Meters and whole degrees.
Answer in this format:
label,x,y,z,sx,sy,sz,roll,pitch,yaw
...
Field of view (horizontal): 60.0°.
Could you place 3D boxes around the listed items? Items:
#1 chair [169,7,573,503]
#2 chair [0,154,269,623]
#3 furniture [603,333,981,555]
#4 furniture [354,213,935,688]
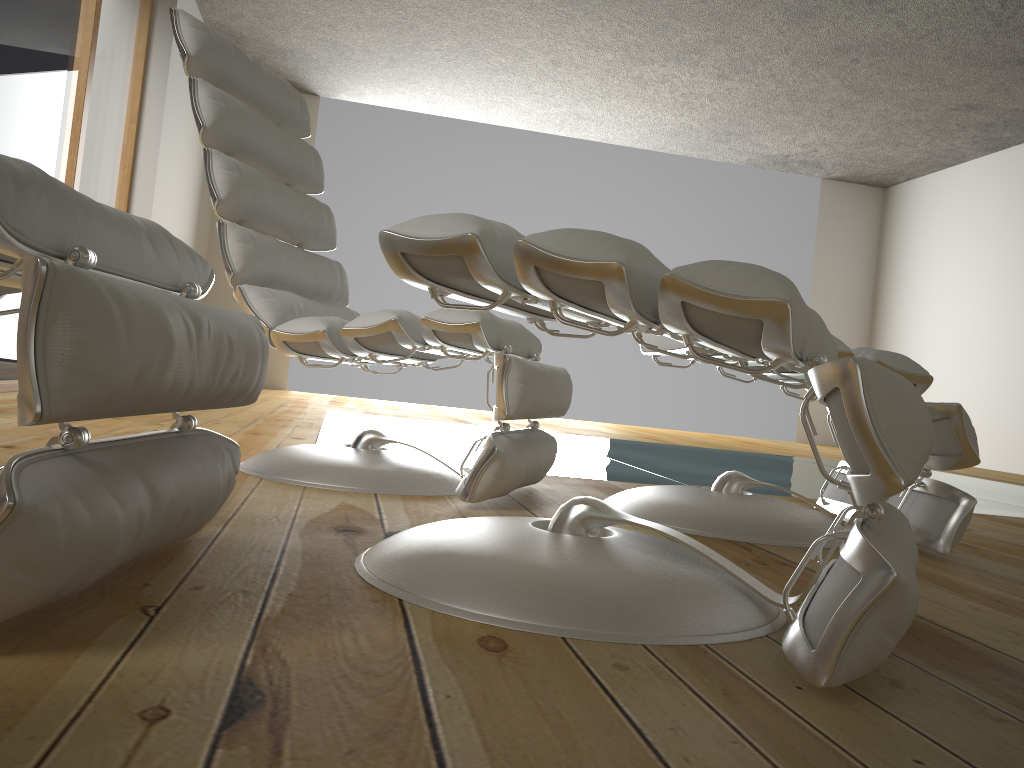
label,x,y,z,sx,sy,sz,roll,pitch,yaw
chair,-0.313,-0.274,2.043,0.914,0.969,0.569,6,-1,14
chair,-0.731,-0.320,0.927,0.914,0.969,0.569,6,-1,-1
furniture,0.548,0.085,1.930,0.686,0.440,0.569,6,-1,-4
furniture,0.157,0.042,1.132,0.687,0.440,0.568,6,-1,25
